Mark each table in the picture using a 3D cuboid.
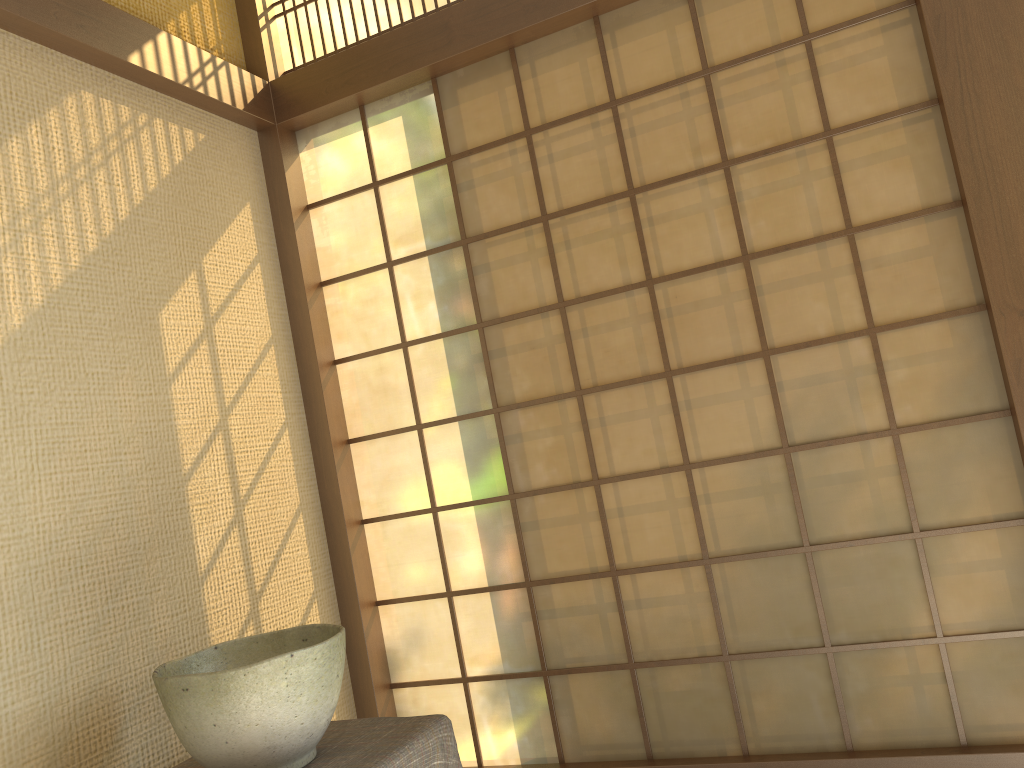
[{"bbox_3d":[-0.416,1.019,1.665,0.633,0.595,0.629,-13,-5,22],"label":"table"}]

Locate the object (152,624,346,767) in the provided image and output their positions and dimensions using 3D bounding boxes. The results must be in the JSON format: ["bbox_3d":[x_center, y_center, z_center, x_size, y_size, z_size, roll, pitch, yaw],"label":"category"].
[{"bbox_3d":[-0.480,0.616,1.692,0.358,0.230,0.357,-10,-4,-8],"label":"object"}]
